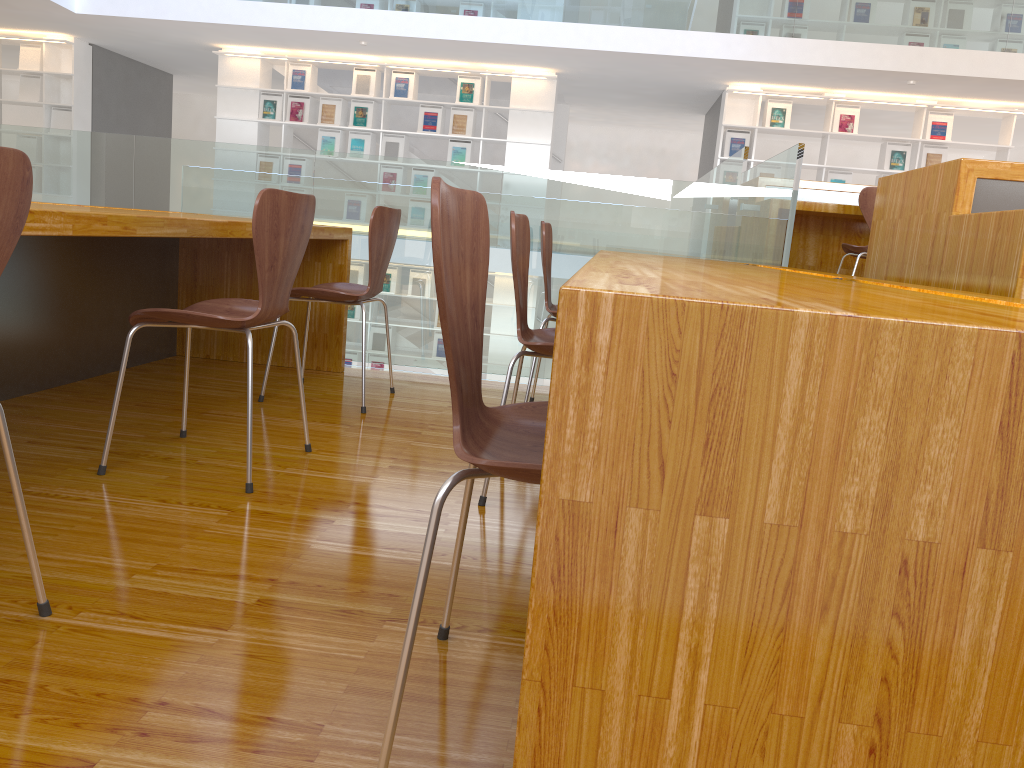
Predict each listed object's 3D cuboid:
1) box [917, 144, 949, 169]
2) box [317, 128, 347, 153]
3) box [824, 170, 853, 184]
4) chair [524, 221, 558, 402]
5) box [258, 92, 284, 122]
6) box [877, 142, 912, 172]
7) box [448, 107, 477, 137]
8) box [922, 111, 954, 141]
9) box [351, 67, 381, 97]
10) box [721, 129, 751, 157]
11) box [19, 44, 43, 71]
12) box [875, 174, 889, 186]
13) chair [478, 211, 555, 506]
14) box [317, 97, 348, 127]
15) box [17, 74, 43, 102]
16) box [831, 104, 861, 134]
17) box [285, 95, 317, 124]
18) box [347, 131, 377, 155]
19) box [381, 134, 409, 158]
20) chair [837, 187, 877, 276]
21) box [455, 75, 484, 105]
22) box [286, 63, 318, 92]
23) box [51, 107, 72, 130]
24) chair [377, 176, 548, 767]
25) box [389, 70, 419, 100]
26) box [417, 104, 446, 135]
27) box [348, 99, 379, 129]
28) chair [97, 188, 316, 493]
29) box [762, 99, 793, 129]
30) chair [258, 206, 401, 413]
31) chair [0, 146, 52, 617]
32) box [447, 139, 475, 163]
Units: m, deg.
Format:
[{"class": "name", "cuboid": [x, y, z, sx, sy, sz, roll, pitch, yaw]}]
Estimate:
[{"class": "box", "cuboid": [4.307, -2.291, 9.109, 0.245, 0.296, 0.274, 6, 10, 5]}, {"class": "box", "cuboid": [-1.973, -2.618, 9.676, 0.245, 0.296, 0.274, 6, 10, 5]}, {"class": "box", "cuboid": [3.386, -2.063, 9.246, 0.245, 0.296, 0.274, 6, 10, 5]}, {"class": "chair", "cuboid": [0.262, -0.217, 3.187, 0.381, 0.693, 0.428, 6, 10, 5]}, {"class": "box", "cuboid": [-2.601, -3.011, 9.682, 0.245, 0.296, 0.274, 6, 10, 5]}, {"class": "box", "cuboid": [3.948, -2.328, 9.143, 0.245, 0.296, 0.274, 6, 10, 5]}, {"class": "box", "cuboid": [-0.527, -2.791, 9.492, 0.245, 0.296, 0.274, 6, 10, 5]}, {"class": "box", "cuboid": [4.336, -2.613, 9.055, 0.245, 0.296, 0.274, 6, 10, 5]}, {"class": "box", "cuboid": [-1.567, -3.227, 9.535, 0.245, 0.296, 0.274, 6, 10, 5]}, {"class": "box", "cuboid": [2.345, -2.499, 9.290, 0.245, 0.296, 0.274, 6, 10, 5]}, {"class": "box", "cuboid": [-5.349, -3.637, 9.945, 0.245, 0.296, 0.274, 6, 10, 5]}, {"class": "box", "cuboid": [3.919, -2.006, 9.197, 0.245, 0.296, 0.274, 6, 10, 5]}, {"class": "chair", "cuboid": [0.158, -0.065, 2.233, 0.381, 0.693, 0.428, 6, 10, 5]}, {"class": "box", "cuboid": [-1.945, -2.941, 9.622, 0.245, 0.296, 0.274, 6, 10, 5]}, {"class": "box", "cuboid": [-5.379, -3.315, 9.999, 0.245, 0.296, 0.274, 6, 10, 5]}, {"class": "box", "cuboid": [3.423, -2.711, 9.136, 0.245, 0.296, 0.274, 6, 10, 5]}, {"class": "box", "cuboid": [-2.299, -2.980, 9.667, 0.245, 0.296, 0.274, 6, 10, 5]}, {"class": "box", "cuboid": [-1.637, -2.582, 9.645, 0.245, 0.296, 0.274, 6, 10, 5]}, {"class": "box", "cuboid": [-1.271, -2.544, 9.612, 0.245, 0.296, 0.274, 6, 10, 5]}, {"class": "chair", "cuboid": [1.950, -0.671, 4.701, 0.428, 0.693, 0.381, 6, 10, 5]}, {"class": "box", "cuboid": [-0.449, -3.109, 9.432, 0.245, 0.296, 0.274, 6, 10, 5]}, {"class": "box", "cuboid": [-2.271, -3.302, 9.600, 0.245, 0.296, 0.274, 6, 10, 5]}, {"class": "box", "cuboid": [-5.036, -2.953, 10.020, 0.245, 0.296, 0.274, 6, 10, 5]}, {"class": "chair", "cuboid": [0.077, 0.114, 1.131, 0.381, 0.693, 0.428, 6, 10, 5]}, {"class": "box", "cuboid": [-1.154, -3.184, 9.497, 0.245, 0.296, 0.274, 6, 10, 5]}, {"class": "box", "cuboid": [-0.863, -2.829, 9.522, 0.245, 0.296, 0.274, 6, 10, 5]}, {"class": "box", "cuboid": [-1.603, -2.905, 9.590, 0.245, 0.296, 0.274, 6, 10, 5]}, {"class": "chair", "cuboid": [-0.731, -0.140, 2.205, 0.381, 0.693, 0.428, 6, 10, 5]}, {"class": "box", "cuboid": [2.751, -2.781, 9.201, 0.245, 0.296, 0.274, 6, 10, 5]}, {"class": "chair", "cuboid": [-0.627, -0.292, 3.159, 0.381, 0.693, 0.428, 6, 10, 5]}, {"class": "chair", "cuboid": [-0.887, 0.028, 1.122, 0.381, 0.693, 0.428, 6, 10, 5]}, {"class": "box", "cuboid": [-0.554, -2.468, 9.546, 0.245, 0.296, 0.274, 6, 10, 5]}]
